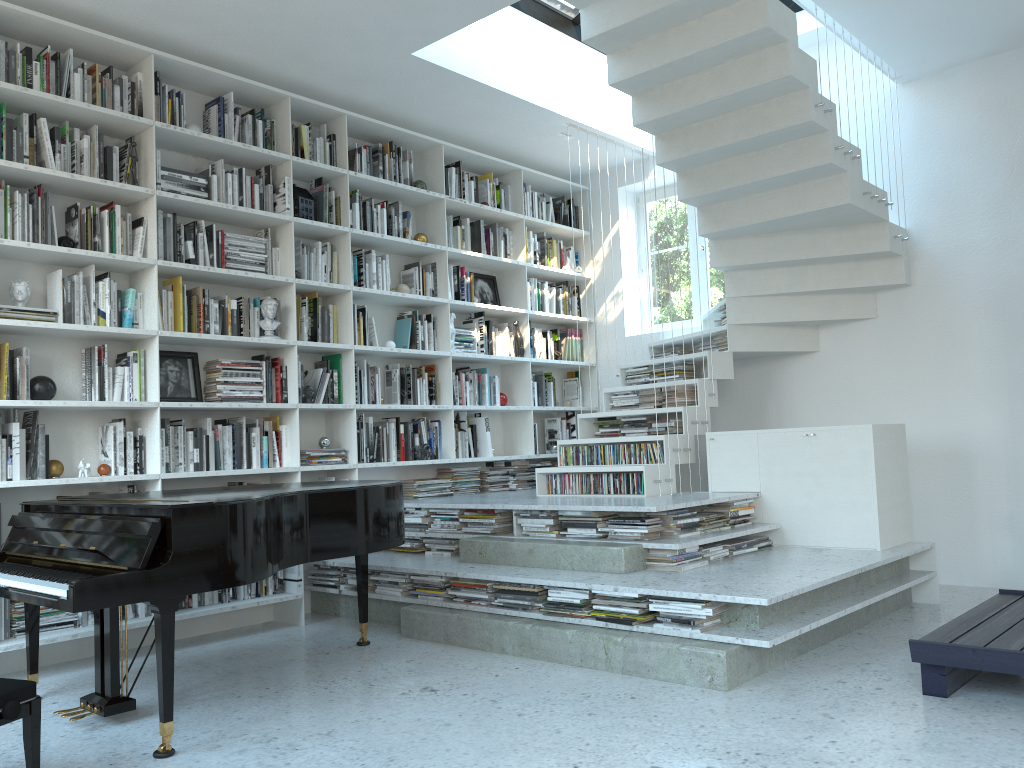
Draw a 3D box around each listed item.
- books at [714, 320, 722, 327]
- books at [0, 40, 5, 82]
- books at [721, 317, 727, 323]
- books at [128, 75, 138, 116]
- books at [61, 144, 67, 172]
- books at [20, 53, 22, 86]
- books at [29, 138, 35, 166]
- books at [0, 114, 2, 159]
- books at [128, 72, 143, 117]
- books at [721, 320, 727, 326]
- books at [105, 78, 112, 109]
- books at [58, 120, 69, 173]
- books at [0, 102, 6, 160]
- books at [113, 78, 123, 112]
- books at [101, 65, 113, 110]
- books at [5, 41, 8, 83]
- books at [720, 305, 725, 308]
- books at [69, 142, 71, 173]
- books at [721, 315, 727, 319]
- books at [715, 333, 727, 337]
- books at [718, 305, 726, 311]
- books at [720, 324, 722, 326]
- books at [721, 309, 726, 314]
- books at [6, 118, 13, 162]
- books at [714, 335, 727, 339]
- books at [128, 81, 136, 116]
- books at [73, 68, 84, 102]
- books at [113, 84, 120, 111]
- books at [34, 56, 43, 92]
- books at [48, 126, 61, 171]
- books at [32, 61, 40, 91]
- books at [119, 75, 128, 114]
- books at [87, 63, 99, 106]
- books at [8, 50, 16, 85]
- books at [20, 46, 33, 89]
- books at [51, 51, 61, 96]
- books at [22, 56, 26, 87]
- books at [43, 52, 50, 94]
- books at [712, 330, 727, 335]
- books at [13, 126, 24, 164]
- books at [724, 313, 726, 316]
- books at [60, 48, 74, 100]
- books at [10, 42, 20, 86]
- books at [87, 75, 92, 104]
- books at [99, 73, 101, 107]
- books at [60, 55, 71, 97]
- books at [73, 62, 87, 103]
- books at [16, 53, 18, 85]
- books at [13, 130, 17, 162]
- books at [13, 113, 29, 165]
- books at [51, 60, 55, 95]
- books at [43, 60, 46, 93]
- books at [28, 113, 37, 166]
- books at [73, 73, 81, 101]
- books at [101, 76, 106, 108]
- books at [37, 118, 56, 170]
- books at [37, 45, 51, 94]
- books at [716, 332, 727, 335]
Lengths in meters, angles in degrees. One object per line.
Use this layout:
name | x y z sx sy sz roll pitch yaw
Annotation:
books | 1.548 -0.433 6.267 0.226 0.013 0.284 -4 -4 15
books | -2.478 -1.500 4.260 0.170 0.251 0.023 -6 -5 42
books | 1.557 -0.435 5.992 0.250 0.017 0.181 -3 -4 2
books | -2.046 -1.491 4.738 0.171 0.267 0.014 -6 -5 42
books | -2.275 -1.091 4.442 0.168 0.180 0.028 -6 -5 42
books | -2.436 -1.487 4.343 0.129 0.234 0.025 -6 -5 42
books | -2.379 -1.095 4.339 0.160 0.180 0.034 -6 -5 42
books | -2.468 -1.139 4.231 0.157 0.259 0.011 -6 -5 42
books | -2.030 -1.501 4.751 0.176 0.288 0.026 -6 -5 42
books | 1.558 -0.418 6.006 0.247 0.015 0.142 -2 -4 0
books | -2.136 -1.463 4.610 0.187 0.200 0.026 -6 -5 42
books | -2.265 -1.154 4.460 0.145 0.307 0.012 -6 -5 42
books | -2.455 -1.167 4.235 0.171 0.314 0.012 -6 -5 42
books | -2.100 -1.478 4.685 0.149 0.237 0.026 -6 -5 42
books | -2.131 -1.503 4.646 0.159 0.285 0.013 -6 -5 42
books | -2.463 -1.499 4.270 0.174 0.249 0.012 -6 -5 42
books | 1.554 -0.526 6.021 0.261 0.016 0.129 -3 -4 3
books | -2.270 -1.104 4.488 0.128 0.212 0.024 -6 -5 42
books | 1.556 -0.458 5.991 0.256 0.010 0.163 -2 -4 -3
books | 1.529 -0.329 6.046 0.262 0.016 0.132 0 -5 -25
books | 1.553 -0.514 5.987 0.283 0.012 0.175 -2 -4 -3
books | 1.567 -0.417 6.262 0.184 0.008 0.216 -3 -4 7
books | 1.555 -0.497 6.018 0.250 0.017 0.135 -3 -4 2
books | -2.440 -1.129 4.250 0.181 0.241 0.031 -6 -5 42
books | 1.535 -0.319 6.035 0.285 0.007 0.159 -1 -5 -22
books | -2.053 -1.471 4.717 0.172 0.225 0.026 -6 -5 42
books | -2.235 -1.482 4.541 0.134 0.235 0.026 -6 -5 42
books | -2.110 -1.453 4.655 0.177 0.184 0.031 -6 -5 42
books | -2.360 -1.487 4.395 0.154 0.234 0.013 -6 -5 42
books | -2.300 -1.134 4.429 0.168 0.265 0.027 -6 -5 42
books | -2.377 -1.470 4.380 0.152 0.201 0.030 -6 -5 42
books | -2.088 -1.488 4.711 0.151 0.261 0.029 -6 -5 42
books | -2.180 -1.497 4.577 0.192 0.266 0.014 -6 -5 42
books | -2.439 -1.479 4.276 0.178 0.207 0.029 -6 -5 42
books | -2.404 -1.504 4.366 0.151 0.267 0.028 -6 -5 42
books | -2.304 -1.506 4.448 0.164 0.276 0.013 -6 -5 42
books | -2.417 -1.478 4.350 0.150 0.216 0.012 -6 -5 42
books | -2.339 -1.495 4.409 0.183 0.251 0.013 -6 -5 42
books | 1.532 -0.349 6.039 0.300 0.007 0.159 -1 -5 -23
books | -2.409 -1.116 4.293 0.157 0.218 0.029 -6 -5 42
books | 1.555 -0.477 5.986 0.212 0.028 0.191 -3 -4 4
books | -2.270 -1.523 4.504 0.166 0.315 0.014 -6 -5 42
books | -2.429 -1.505 4.313 0.160 0.264 0.010 -6 -5 42
books | -2.214 -1.469 4.577 0.141 0.213 0.029 -6 -5 42
books | -2.172 -1.477 4.593 0.161 0.228 0.021 -6 -5 42
books | -2.281 -1.504 4.470 0.172 0.272 0.052 -6 -5 42
books | -2.223 -1.498 4.557 0.156 0.269 0.014 -6 -5 42
books | -2.435 -1.477 4.301 0.166 0.207 0.015 -6 -5 42
books | -2.432 -1.107 4.278 0.153 0.201 0.024 -6 -5 42
books | -2.393 -1.153 4.315 0.156 0.293 0.023 -6 -5 42
books | -2.328 -1.485 4.441 0.130 0.235 0.029 -6 -5 42
books | -2.346 -1.478 4.398 0.160 0.215 0.011 -6 -5 42
books | -2.373 -1.161 4.366 0.135 0.315 0.013 -6 -5 42
books | -2.246 -1.461 4.512 0.181 0.190 0.031 -6 -5 42
books | -2.151 -1.467 4.597 0.178 0.207 0.013 -6 -5 42
books | -2.323 -1.147 4.381 0.178 0.285 0.075 -6 -5 42
books | -2.334 -1.518 4.420 0.151 0.298 0.010 -6 -5 42
books | 1.538 -0.343 6.026 0.266 0.008 0.163 0 -5 -28
